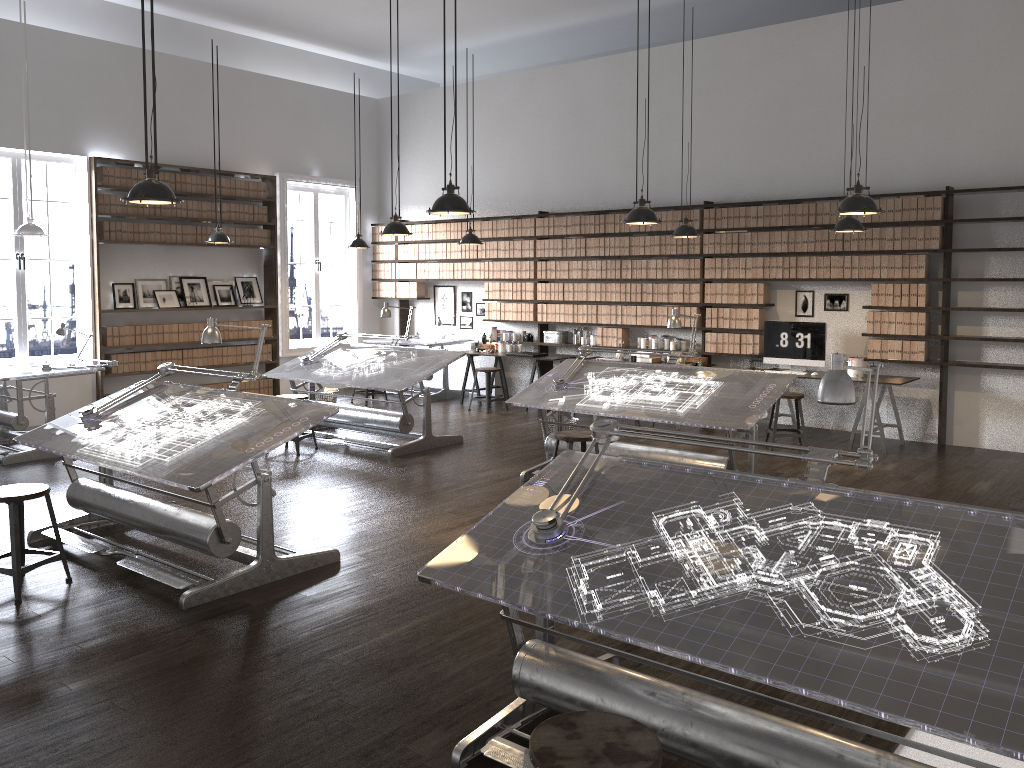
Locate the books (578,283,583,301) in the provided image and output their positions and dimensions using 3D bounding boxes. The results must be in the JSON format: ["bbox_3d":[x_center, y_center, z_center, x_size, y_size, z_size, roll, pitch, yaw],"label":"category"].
[{"bbox_3d":[0.899,-1.140,11.021,0.067,0.225,0.175,3,6,39],"label":"books"}]

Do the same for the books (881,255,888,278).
[{"bbox_3d":[3.701,-1.154,8.736,0.067,0.225,0.175,3,6,39],"label":"books"}]

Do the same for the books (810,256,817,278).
[{"bbox_3d":[3.153,-1.207,9.178,0.067,0.225,0.175,3,6,39],"label":"books"}]

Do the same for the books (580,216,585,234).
[{"bbox_3d":[0.922,-1.962,10.948,0.067,0.225,0.175,3,6,39],"label":"books"}]

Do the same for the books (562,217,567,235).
[{"bbox_3d":[0.710,-1.982,11.113,0.067,0.225,0.175,3,6,39],"label":"books"}]

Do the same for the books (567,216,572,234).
[{"bbox_3d":[0.767,-1.977,11.069,0.067,0.225,0.175,3,6,39],"label":"books"}]

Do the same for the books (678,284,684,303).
[{"bbox_3d":[1.975,-1.037,10.145,0.067,0.225,0.175,3,6,39],"label":"books"}]

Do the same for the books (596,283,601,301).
[{"bbox_3d":[1.105,-1.120,10.848,0.067,0.225,0.175,3,6,39],"label":"books"}]

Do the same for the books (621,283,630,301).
[{"bbox_3d":[1.380,-1.093,10.624,0.067,0.225,0.175,3,6,39],"label":"books"}]

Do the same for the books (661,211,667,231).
[{"bbox_3d":[1.799,-1.878,10.233,0.067,0.225,0.175,3,6,39],"label":"books"}]

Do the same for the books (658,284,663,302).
[{"bbox_3d":[1.773,-1.057,10.315,0.067,0.225,0.175,3,6,39],"label":"books"}]

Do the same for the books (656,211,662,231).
[{"bbox_3d":[1.747,-1.884,10.280,0.067,0.225,0.175,3,6,39],"label":"books"}]

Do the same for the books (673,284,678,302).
[{"bbox_3d":[1.925,-1.042,10.189,0.067,0.225,0.175,3,6,39],"label":"books"}]

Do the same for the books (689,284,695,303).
[{"bbox_3d":[2.088,-1.027,10.062,0.067,0.225,0.175,3,6,39],"label":"books"}]

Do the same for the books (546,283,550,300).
[{"bbox_3d":[0.513,-1.175,11.324,0.067,0.225,0.175,3,6,39],"label":"books"}]

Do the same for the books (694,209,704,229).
[{"bbox_3d":[2.120,-1.848,9.975,0.067,0.225,0.175,3,6,39],"label":"books"}]

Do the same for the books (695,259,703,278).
[{"bbox_3d":[2.135,-1.298,10.003,0.067,0.225,0.175,3,6,39],"label":"books"}]

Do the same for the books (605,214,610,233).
[{"bbox_3d":[1.204,-1.936,10.721,0.067,0.225,0.175,3,6,39],"label":"books"}]

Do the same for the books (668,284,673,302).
[{"bbox_3d":[1.877,-1.047,10.229,0.067,0.225,0.175,3,6,39],"label":"books"}]

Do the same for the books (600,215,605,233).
[{"bbox_3d":[1.143,-1.941,10.763,0.067,0.225,0.175,3,6,39],"label":"books"}]

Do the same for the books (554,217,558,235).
[{"bbox_3d":[0.605,-1.993,11.206,0.067,0.225,0.175,3,6,39],"label":"books"}]

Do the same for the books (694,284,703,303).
[{"bbox_3d":[2.134,-1.021,10.016,0.067,0.225,0.175,3,6,39],"label":"books"}]

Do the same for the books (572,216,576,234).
[{"bbox_3d":[0.817,-1.972,11.031,0.067,0.225,0.175,3,6,39],"label":"books"}]

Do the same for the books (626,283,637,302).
[{"bbox_3d":[1.432,-1.089,10.588,0.067,0.225,0.175,3,6,39],"label":"books"}]

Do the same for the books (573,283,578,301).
[{"bbox_3d":[0.844,-1.145,11.066,0.067,0.225,0.175,3,6,39],"label":"books"}]

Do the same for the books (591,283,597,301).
[{"bbox_3d":[1.050,-1.125,10.895,0.067,0.225,0.175,3,6,39],"label":"books"}]

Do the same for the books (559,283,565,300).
[{"bbox_3d":[0.672,-1.161,11.198,0.067,0.225,0.175,3,6,39],"label":"books"}]

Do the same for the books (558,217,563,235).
[{"bbox_3d":[0.658,-1.987,11.160,0.067,0.225,0.175,3,6,39],"label":"books"}]

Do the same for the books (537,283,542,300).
[{"bbox_3d":[0.403,-1.187,11.418,0.067,0.225,0.175,3,6,39],"label":"books"}]

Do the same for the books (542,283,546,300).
[{"bbox_3d":[0.457,-1.181,11.370,0.067,0.225,0.175,3,6,39],"label":"books"}]

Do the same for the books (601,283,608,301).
[{"bbox_3d":[1.162,-1.115,10.807,0.067,0.225,0.175,3,6,39],"label":"books"}]

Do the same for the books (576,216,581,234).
[{"bbox_3d":[0.866,-1.967,10.985,0.067,0.225,0.175,3,6,39],"label":"books"}]

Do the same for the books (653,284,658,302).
[{"bbox_3d":[1.718,-1.062,10.359,0.067,0.225,0.175,3,6,39],"label":"books"}]

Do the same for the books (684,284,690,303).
[{"bbox_3d":[2.032,-1.032,10.104,0.067,0.225,0.175,3,6,39],"label":"books"}]

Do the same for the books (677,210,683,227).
[{"bbox_3d":[1.956,-1.863,10.105,0.067,0.225,0.175,3,6,39],"label":"books"}]

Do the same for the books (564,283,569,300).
[{"bbox_3d":[0.734,-1.156,11.155,0.067,0.225,0.175,3,6,39],"label":"books"}]

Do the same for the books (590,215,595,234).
[{"bbox_3d":[1.030,-1.951,10.855,0.067,0.225,0.175,3,6,39],"label":"books"}]

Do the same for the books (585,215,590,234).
[{"bbox_3d":[0.978,-1.957,10.903,0.067,0.225,0.175,3,6,39],"label":"books"}]

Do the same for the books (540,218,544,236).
[{"bbox_3d":[0.433,-2.008,11.335,0.067,0.225,0.175,3,6,39],"label":"books"}]

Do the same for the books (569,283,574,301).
[{"bbox_3d":[0.786,-1.150,11.107,0.067,0.225,0.175,3,6,39],"label":"books"}]

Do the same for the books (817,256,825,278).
[{"bbox_3d":[3.210,-1.202,9.137,0.067,0.225,0.175,3,6,39],"label":"books"}]

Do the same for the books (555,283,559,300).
[{"bbox_3d":[0.618,-1.167,11.249,0.067,0.225,0.175,3,6,39],"label":"books"}]

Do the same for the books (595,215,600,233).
[{"bbox_3d":[1.088,-1.947,10.814,0.067,0.225,0.175,3,6,39],"label":"books"}]

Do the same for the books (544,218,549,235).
[{"bbox_3d":[0.490,-2.003,11.289,0.067,0.225,0.175,3,6,39],"label":"books"}]

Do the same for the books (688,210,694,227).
[{"bbox_3d":[2.067,-1.853,10.023,0.067,0.225,0.175,3,6,39],"label":"books"}]

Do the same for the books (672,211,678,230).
[{"bbox_3d":[1.907,-1.869,10.151,0.067,0.225,0.175,3,6,39],"label":"books"}]

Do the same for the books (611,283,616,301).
[{"bbox_3d":[1.269,-1.104,10.718,0.067,0.225,0.175,3,6,39],"label":"books"}]

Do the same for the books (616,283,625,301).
[{"bbox_3d":[1.324,-1.098,10.670,0.067,0.225,0.175,3,6,39],"label":"books"}]

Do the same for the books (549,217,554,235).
[{"bbox_3d":[0.548,-1.998,11.246,0.067,0.225,0.175,3,6,39],"label":"books"}]

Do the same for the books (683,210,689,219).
[{"bbox_3d":[2.012,-1.859,10.067,0.067,0.225,0.175,3,6,39],"label":"books"}]

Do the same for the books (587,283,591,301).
[{"bbox_3d":[1.002,-1.130,10.936,0.067,0.225,0.175,3,6,39],"label":"books"}]

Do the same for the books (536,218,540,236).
[{"bbox_3d":[0.387,-2.013,11.378,0.067,0.225,0.175,3,6,39],"label":"books"}]

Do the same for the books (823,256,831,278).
[{"bbox_3d":[3.263,-1.197,9.092,0.067,0.225,0.175,3,6,39],"label":"books"}]

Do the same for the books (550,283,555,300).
[{"bbox_3d":[0.565,-1.171,11.288,0.067,0.225,0.175,3,6,39],"label":"books"}]

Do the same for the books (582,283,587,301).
[{"bbox_3d":[0.947,-1.134,10.974,0.067,0.225,0.175,3,6,39],"label":"books"}]

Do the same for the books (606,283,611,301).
[{"bbox_3d":[1.218,-1.110,10.765,0.067,0.225,0.175,3,6,39],"label":"books"}]
